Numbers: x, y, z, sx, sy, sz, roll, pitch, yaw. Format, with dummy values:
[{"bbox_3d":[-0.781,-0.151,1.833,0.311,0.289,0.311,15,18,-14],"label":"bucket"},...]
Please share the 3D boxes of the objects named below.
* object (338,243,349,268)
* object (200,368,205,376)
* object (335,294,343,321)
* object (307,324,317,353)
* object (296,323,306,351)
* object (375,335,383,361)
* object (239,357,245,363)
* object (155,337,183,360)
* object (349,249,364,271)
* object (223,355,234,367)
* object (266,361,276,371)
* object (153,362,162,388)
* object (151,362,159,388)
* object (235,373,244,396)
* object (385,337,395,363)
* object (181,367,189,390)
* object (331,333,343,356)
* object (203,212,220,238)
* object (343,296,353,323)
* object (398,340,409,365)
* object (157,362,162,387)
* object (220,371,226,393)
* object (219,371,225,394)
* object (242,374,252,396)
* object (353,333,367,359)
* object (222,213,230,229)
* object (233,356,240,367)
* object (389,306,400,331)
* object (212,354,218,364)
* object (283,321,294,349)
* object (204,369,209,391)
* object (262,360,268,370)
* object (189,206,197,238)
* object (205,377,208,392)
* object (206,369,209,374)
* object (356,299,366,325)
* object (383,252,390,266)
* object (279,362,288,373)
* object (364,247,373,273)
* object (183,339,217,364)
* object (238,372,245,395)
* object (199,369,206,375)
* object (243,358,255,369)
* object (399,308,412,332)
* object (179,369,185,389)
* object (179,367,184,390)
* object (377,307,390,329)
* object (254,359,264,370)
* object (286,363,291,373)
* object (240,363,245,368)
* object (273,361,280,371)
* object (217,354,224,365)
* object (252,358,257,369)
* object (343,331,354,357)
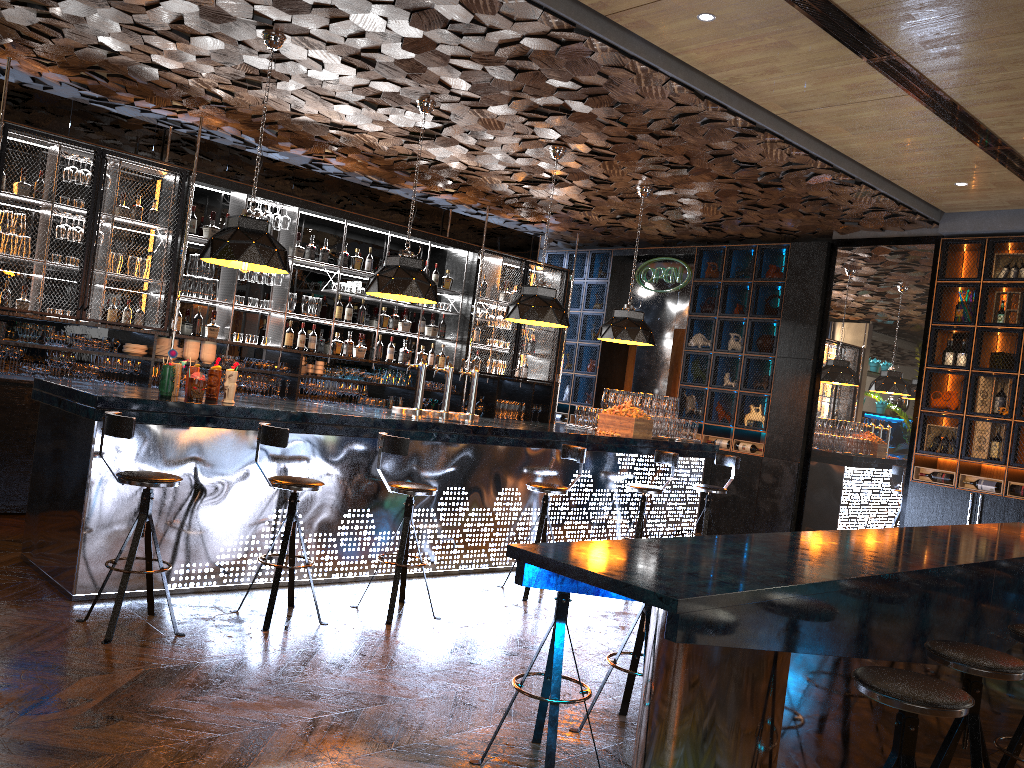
[{"bbox_3d":[-1.808,-1.378,9.541,0.083,0.282,0.083,7,0,32],"label":"object"},{"bbox_3d":[-2.986,-0.040,8.564,0.082,0.213,0.082,7,0,-11],"label":"object"},{"bbox_3d":[-1.869,-0.818,9.560,0.086,0.299,0.086,7,0,6],"label":"object"},{"bbox_3d":[-2.108,-0.483,9.379,0.086,0.298,0.086,7,0,6],"label":"object"},{"bbox_3d":[-2.210,-0.497,9.315,0.086,0.298,0.086,7,0,6],"label":"object"},{"bbox_3d":[-1.487,-0.404,9.922,0.086,0.297,0.086,7,0,-9],"label":"object"},{"bbox_3d":[-2.703,-0.219,8.859,0.109,0.100,0.109,7,0,30],"label":"object"},{"bbox_3d":[-3.212,-0.331,8.229,0.306,0.195,0.300,7,0,-42],"label":"object"},{"bbox_3d":[-1.694,-1.346,9.651,0.151,0.248,0.094,7,0,-39],"label":"object"},{"bbox_3d":[-2.729,-0.221,8.536,0.100,0.100,0.089,7,0,-38],"label":"object"},{"bbox_3d":[-2.410,-0.181,8.849,0.093,0.099,0.093,7,0,-24],"label":"object"},{"bbox_3d":[-3.268,-0.084,8.162,0.073,0.229,0.073,7,0,36],"label":"object"},{"bbox_3d":[-3.264,-0.083,8.069,0.073,0.229,0.073,7,0,36],"label":"object"},{"bbox_3d":[-2.660,0.000,8.620,0.084,0.216,0.084,7,0,-28],"label":"object"},{"bbox_3d":[-1.378,-0.390,10.069,0.086,0.298,0.086,7,0,6],"label":"object"},{"bbox_3d":[-3.066,-0.050,8.369,0.082,0.213,0.082,7,0,39],"label":"object"},{"bbox_3d":[-1.895,-0.430,9.572,0.094,0.248,0.151,7,0,36],"label":"object"},{"bbox_3d":[-2.880,-1.513,8.509,0.123,0.279,0.123,7,0,35],"label":"object"},{"bbox_3d":[-1.780,-0.808,9.678,0.086,0.298,0.086,7,0,6],"label":"object"},{"bbox_3d":[-1.242,-0.364,10.189,0.083,0.282,0.083,7,0,32],"label":"object"},{"bbox_3d":[-3.269,-0.084,8.275,0.073,0.229,0.073,7,0,36],"label":"object"},{"bbox_3d":[-2.816,-0.020,8.659,0.084,0.216,0.084,7,0,-31],"label":"object"},{"bbox_3d":[-2.798,-0.016,8.495,0.082,0.213,0.082,7,0,-13],"label":"object"},{"bbox_3d":[-2.595,0.009,8.683,0.084,0.216,0.084,7,0,-1],"label":"object"},{"bbox_3d":[-1.673,-0.417,9.763,0.123,0.279,0.123,7,0,-30],"label":"object"},{"bbox_3d":[-2.778,-1.511,8.628,0.086,0.299,0.086,7,0,6],"label":"object"},{"bbox_3d":[-2.707,-0.219,8.633,0.089,0.100,0.100,7,0,-7],"label":"object"},{"bbox_3d":[-1.330,-0.742,10.062,0.083,0.282,0.083,7,0,-43],"label":"object"},{"bbox_3d":[-2.893,-0.242,8.701,0.100,0.100,0.089,7,0,-36],"label":"object"},{"bbox_3d":[-2.307,-0.508,9.189,0.086,0.299,0.086,7,0,6],"label":"object"},{"bbox_3d":[-2.925,-0.032,8.499,0.082,0.213,0.082,7,0,26],"label":"object"},{"bbox_3d":[-2.484,-0.191,8.922,0.093,0.099,0.093,7,0,18],"label":"object"},{"bbox_3d":[-3.038,-1.544,8.420,0.086,0.298,0.086,7,0,6],"label":"object"},{"bbox_3d":[-2.867,-0.024,8.433,0.082,0.213,0.082,7,0,-10],"label":"object"},{"bbox_3d":[-2.974,-0.038,8.697,0.082,0.213,0.082,7,0,38],"label":"object"},{"bbox_3d":[-1.652,-0.791,9.761,0.086,0.297,0.086,7,0,6],"label":"object"},{"bbox_3d":[-1.403,-1.335,9.935,0.086,0.298,0.086,7,0,6],"label":"object"},{"bbox_3d":[-2.302,-0.166,8.939,0.095,0.096,0.095,7,0,21],"label":"object"},{"bbox_3d":[-1.576,-1.356,9.779,0.086,0.298,0.086,7,0,6],"label":"object"},{"bbox_3d":[-2.965,-0.311,8.417,0.149,0.216,0.309,7,0,45],"label":"object"},{"bbox_3d":[-2.689,-0.003,8.781,0.084,0.216,0.084,7,0,-1],"label":"object"},{"bbox_3d":[-2.943,-0.034,8.362,0.082,0.213,0.082,7,0,-14],"label":"object"},{"bbox_3d":[-2.595,-0.205,8.744,0.109,0.100,0.109,7,0,30],"label":"object"},{"bbox_3d":[-1.221,-0.726,10.147,0.123,0.279,0.123,7,0,-30],"label":"object"},{"bbox_3d":[-3.124,-0.057,8.434,0.082,0.213,0.082,7,0,7],"label":"object"},{"bbox_3d":[-3.098,-0.062,8.247,0.073,0.229,0.073,7,0,36],"label":"object"},{"bbox_3d":[-1.444,-0.738,9.956,0.094,0.248,0.151,7,0,36],"label":"object"},{"bbox_3d":[-2.515,-0.195,8.814,0.093,0.099,0.093,7,0,-27],"label":"object"},{"bbox_3d":[-2.299,-0.166,9.039,0.095,0.096,0.095,7,0,-19],"label":"object"},{"bbox_3d":[-2.635,-0.183,8.662,0.049,0.048,0.044,7,0,-1],"label":"object"},{"bbox_3d":[-2.391,-0.177,8.997,0.095,0.096,0.095,7,0,-43],"label":"object"},{"bbox_3d":[-2.811,-0.232,8.613,0.089,0.100,0.100,7,0,19],"label":"object"},{"bbox_3d":[-2.589,-0.204,8.893,0.093,0.099,0.093,7,0,34],"label":"object"},{"bbox_3d":[-1.782,-0.433,9.678,0.083,0.282,0.083,7,0,-43],"label":"object"}]
